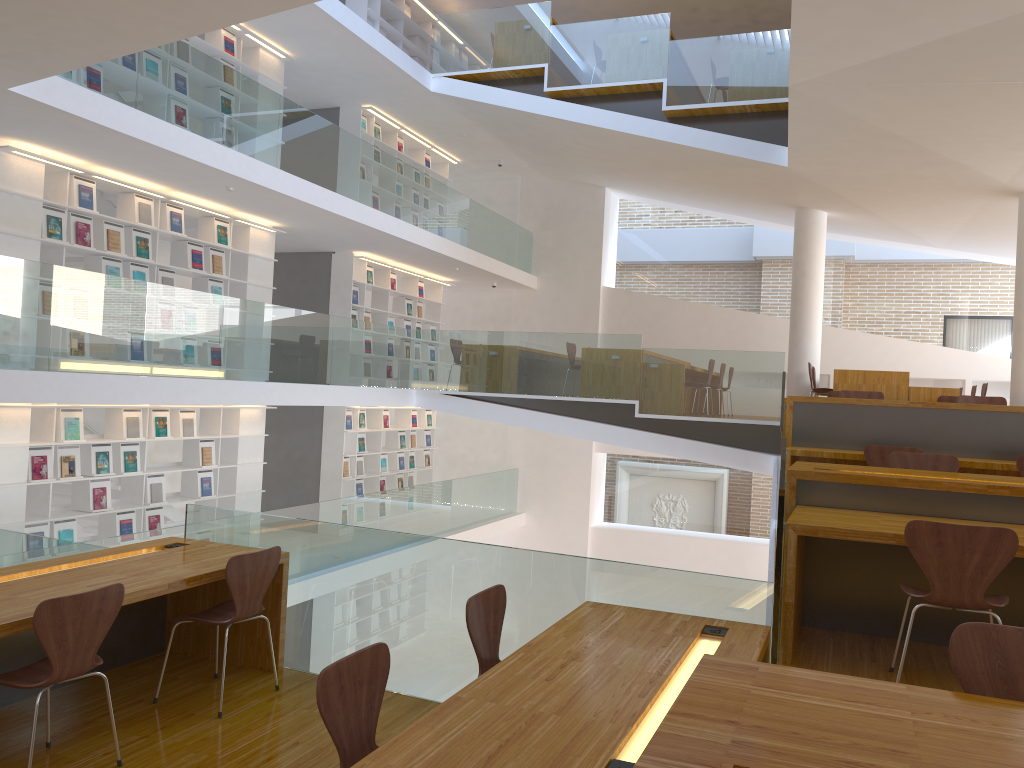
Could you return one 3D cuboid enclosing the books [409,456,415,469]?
[{"bbox_3d":[-1.589,1.249,14.095,0.037,0.210,0.145,3,-1,21],"label":"books"}]

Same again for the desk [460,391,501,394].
[{"bbox_3d":[0.285,-0.144,12.637,0.760,0.606,3.194,3,-1,21],"label":"desk"}]

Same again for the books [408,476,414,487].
[{"bbox_3d":[-1.606,1.573,14.092,0.037,0.210,0.145,3,-1,21],"label":"books"}]

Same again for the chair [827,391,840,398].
[{"bbox_3d":[3.310,0.423,8.750,0.428,0.693,0.381,3,-1,21],"label":"chair"}]

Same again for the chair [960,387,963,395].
[{"bbox_3d":[5.838,0.384,11.932,0.381,0.693,0.428,3,-1,21],"label":"chair"}]

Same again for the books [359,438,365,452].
[{"bbox_3d":[-2.140,0.872,12.640,0.037,0.210,0.145,3,-1,21],"label":"books"}]

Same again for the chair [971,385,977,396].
[{"bbox_3d":[5.468,0.354,10.876,0.381,0.693,0.428,3,-1,21],"label":"chair"}]

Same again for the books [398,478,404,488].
[{"bbox_3d":[-1.726,1.564,13.782,0.037,0.210,0.145,3,-1,21],"label":"books"}]

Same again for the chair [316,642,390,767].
[{"bbox_3d":[-0.314,1.135,2.489,0.381,0.693,0.428,3,-1,21],"label":"chair"}]

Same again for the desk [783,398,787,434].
[{"bbox_3d":[4.444,0.523,8.738,3.356,0.606,0.760,3,-1,21],"label":"desk"}]

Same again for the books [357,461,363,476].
[{"bbox_3d":[-2.162,1.202,12.622,0.037,0.210,0.145,3,-1,21],"label":"books"}]

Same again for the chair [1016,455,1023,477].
[{"bbox_3d":[3.675,0.837,6.140,0.428,0.693,0.381,3,-1,21],"label":"chair"}]

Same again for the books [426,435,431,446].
[{"bbox_3d":[-1.373,0.944,14.612,0.037,0.210,0.145,3,-1,21],"label":"books"}]

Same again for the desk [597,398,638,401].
[{"bbox_3d":[1.987,0.011,11.969,1.248,0.757,3.196,3,-1,21],"label":"desk"}]

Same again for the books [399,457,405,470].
[{"bbox_3d":[-1.711,1.239,13.782,0.037,0.210,0.145,3,-1,21],"label":"books"}]

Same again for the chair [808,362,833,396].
[{"bbox_3d":[3.589,0.108,10.193,0.381,0.693,0.428,3,-1,21],"label":"chair"}]

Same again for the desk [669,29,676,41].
[{"bbox_3d":[2.069,-3.833,12.015,0.760,0.606,3.196,3,-1,21],"label":"desk"}]

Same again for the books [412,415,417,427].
[{"bbox_3d":[-1.554,0.598,14.117,0.037,0.210,0.145,3,-1,21],"label":"books"}]

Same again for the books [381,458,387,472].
[{"bbox_3d":[-1.916,1.217,13.263,0.037,0.210,0.145,3,-1,21],"label":"books"}]

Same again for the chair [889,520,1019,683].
[{"bbox_3d":[1.751,0.881,3.523,0.428,0.693,0.381,3,-1,21],"label":"chair"}]

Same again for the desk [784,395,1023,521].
[{"bbox_3d":[3.778,0.677,6.812,3.216,1.022,1.248,3,-1,21],"label":"desk"}]

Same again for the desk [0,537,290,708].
[{"bbox_3d":[-2.323,1.245,3.300,1.285,0.918,3.236,3,-1,21],"label":"desk"}]

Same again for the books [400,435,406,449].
[{"bbox_3d":[-1.697,0.903,13.787,0.037,0.210,0.145,3,-1,21],"label":"books"}]

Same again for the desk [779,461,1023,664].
[{"bbox_3d":[2.900,0.899,3.960,3.243,0.785,1.527,3,-1,21],"label":"desk"}]

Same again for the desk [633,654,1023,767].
[{"bbox_3d":[1.705,0.889,0.803,3.185,0.606,0.760,3,-1,21],"label":"desk"}]

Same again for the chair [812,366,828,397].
[{"bbox_3d":[3.941,0.135,11.098,0.381,0.693,0.428,3,-1,21],"label":"chair"}]

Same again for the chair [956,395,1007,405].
[{"bbox_3d":[3.995,0.445,7.531,0.428,0.693,0.381,3,-1,21],"label":"chair"}]

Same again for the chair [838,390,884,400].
[{"bbox_3d":[3.092,0.403,7.884,0.428,0.693,0.381,3,-1,21],"label":"chair"}]

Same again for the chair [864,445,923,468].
[{"bbox_3d":[2.771,0.795,6.493,0.428,0.693,0.381,3,-1,21],"label":"chair"}]

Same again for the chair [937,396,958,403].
[{"bbox_3d":[4.214,0.465,8.397,0.428,0.693,0.381,3,-1,21],"label":"chair"}]

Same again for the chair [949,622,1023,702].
[{"bbox_3d":[0.980,0.821,1.544,0.428,0.693,0.381,3,-1,21],"label":"chair"}]

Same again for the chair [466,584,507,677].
[{"bbox_3d":[0.039,1.162,3.394,0.381,0.693,0.428,3,-1,21],"label":"chair"}]

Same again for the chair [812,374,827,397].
[{"bbox_3d":[4.151,0.153,11.748,0.381,0.693,0.428,3,-1,21],"label":"chair"}]

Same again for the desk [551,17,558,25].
[{"bbox_3d":[0.706,-4.202,12.557,0.760,0.606,3.196,3,-1,21],"label":"desk"}]

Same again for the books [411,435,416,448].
[{"bbox_3d":[-1.570,0.913,14.113,0.037,0.210,0.145,3,-1,21],"label":"books"}]

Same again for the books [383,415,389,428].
[{"bbox_3d":[-1.883,0.573,13.270,0.037,0.210,0.145,3,-1,21],"label":"books"}]

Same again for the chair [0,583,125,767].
[{"bbox_3d":[-1.695,1.072,3.205,0.381,0.693,0.428,3,-1,21],"label":"chair"}]

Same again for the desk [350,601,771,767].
[{"bbox_3d":[0.080,1.199,2.162,0.760,0.606,3.185,3,-1,21],"label":"desk"}]

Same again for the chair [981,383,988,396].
[{"bbox_3d":[5.116,0.327,9.971,0.381,0.693,0.428,3,-1,21],"label":"chair"}]

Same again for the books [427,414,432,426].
[{"bbox_3d":[-1.359,0.608,14.617,0.037,0.210,0.145,3,-1,21],"label":"books"}]

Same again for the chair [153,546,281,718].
[{"bbox_3d":[-1.343,1.099,4.110,0.381,0.693,0.428,3,-1,21],"label":"chair"}]

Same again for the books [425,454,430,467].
[{"bbox_3d":[-1.388,1.269,14.612,0.037,0.210,0.145,3,-1,21],"label":"books"}]

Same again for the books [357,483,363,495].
[{"bbox_3d":[-2.170,1.522,12.642,0.037,0.210,0.145,3,-1,21],"label":"books"}]

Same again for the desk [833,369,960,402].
[{"bbox_3d":[4.672,0.289,10.985,1.247,0.762,3.194,3,-1,21],"label":"desk"}]

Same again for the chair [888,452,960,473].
[{"bbox_3d":[2.409,0.759,5.194,0.428,0.693,0.381,3,-1,21],"label":"chair"}]

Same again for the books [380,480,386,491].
[{"bbox_3d":[-1.933,1.544,13.260,0.037,0.210,0.145,3,-1,21],"label":"books"}]
